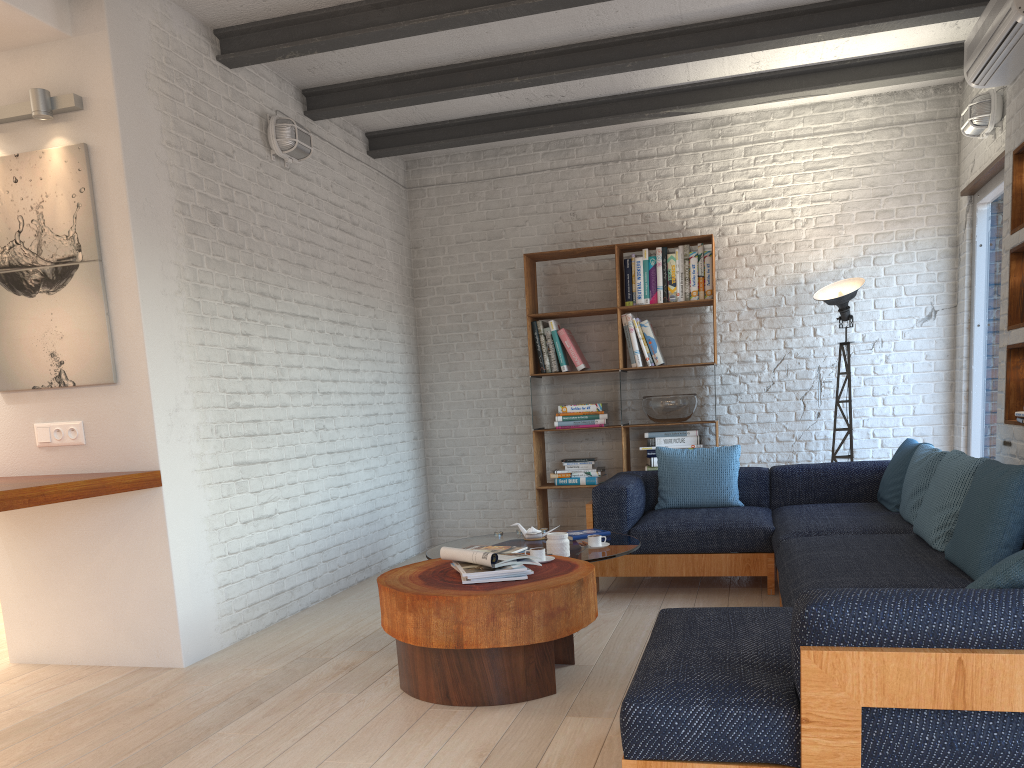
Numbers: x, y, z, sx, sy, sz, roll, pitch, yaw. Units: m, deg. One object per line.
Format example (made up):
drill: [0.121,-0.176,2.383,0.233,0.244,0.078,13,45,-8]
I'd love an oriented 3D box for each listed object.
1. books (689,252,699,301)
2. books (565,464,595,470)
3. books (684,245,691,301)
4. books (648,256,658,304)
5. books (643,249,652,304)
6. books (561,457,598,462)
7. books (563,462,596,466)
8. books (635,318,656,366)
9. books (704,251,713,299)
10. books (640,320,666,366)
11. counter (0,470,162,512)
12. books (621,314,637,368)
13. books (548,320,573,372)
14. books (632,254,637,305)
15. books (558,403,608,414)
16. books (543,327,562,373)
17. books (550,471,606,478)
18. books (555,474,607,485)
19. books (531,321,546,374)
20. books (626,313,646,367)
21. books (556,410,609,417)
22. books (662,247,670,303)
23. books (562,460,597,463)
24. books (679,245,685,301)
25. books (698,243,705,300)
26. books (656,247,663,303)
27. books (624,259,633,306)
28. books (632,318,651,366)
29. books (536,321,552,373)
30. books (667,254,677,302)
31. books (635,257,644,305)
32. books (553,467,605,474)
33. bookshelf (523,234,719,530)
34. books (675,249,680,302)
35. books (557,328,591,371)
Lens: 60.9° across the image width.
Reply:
books: [1.286,-0.739,6.127,0.056,0.335,0.250,-1,6,15]
books: [0.514,0.622,6.581,0.206,0.034,0.130,-4,-1,15]
books: [1.242,-0.764,6.140,0.036,0.390,0.239,-1,6,15]
books: [1.019,-0.722,6.216,0.056,0.335,0.250,-1,6,15]
books: [0.968,-0.747,6.210,0.036,0.390,0.239,-1,6,15]
books: [0.511,0.569,6.559,0.252,0.017,0.160,-4,-1,15]
books: [0.509,0.596,6.585,0.237,0.019,0.168,-3,-1,8]
books: [0.974,-0.295,6.299,0.125,0.354,0.266,-1,5,15]
books: [1.386,-0.745,6.122,0.056,0.335,0.250,-1,6,15]
books: [1.018,-0.289,6.274,0.158,0.335,0.250,-1,5,15]
counter: [-2.682,0.891,3.007,1.689,0.933,2.461,-3,0,15]
books: [0.866,-0.305,6.331,0.101,0.390,0.239,-1,6,15]
books: [0.363,-0.274,6.450,0.121,0.388,0.239,-1,6,15]
books: [0.890,-0.728,6.248,0.021,0.365,0.266,-1,6,15]
books: [0.532,0.180,6.487,0.327,0.056,0.251,-4,-1,18]
books: [0.318,-0.246,6.498,0.102,0.340,0.250,-1,6,15]
books: [0.500,0.677,6.580,0.380,0.037,0.241,-4,-1,15]
books: [0.520,0.722,6.574,0.327,0.056,0.251,-4,-1,25]
books: [0.224,-0.266,6.492,0.091,0.391,0.239,-1,6,15]
books: [0.896,-0.307,6.298,0.103,0.390,0.239,-1,6,15]
books: [0.527,0.219,6.497,0.356,0.021,0.268,-4,-1,14]
books: [1.096,-0.755,6.180,0.036,0.390,0.239,-1,6,15]
books: [0.513,0.582,6.574,0.243,0.008,0.154,-4,-2,15]
books: [1.210,-0.762,6.162,0.036,0.390,0.239,-1,6,15]
books: [1.332,-0.770,6.115,0.036,0.390,0.239,-1,6,15]
books: [1.058,-0.753,6.180,0.036,0.390,0.239,-1,6,15]
books: [0.854,-0.711,6.261,0.056,0.335,0.250,-1,6,15]
books: [0.951,-0.293,6.296,0.125,0.354,0.266,-1,5,15]
books: [0.263,-0.269,6.490,0.091,0.391,0.239,-1,6,15]
books: [1.139,-0.730,6.158,0.056,0.335,0.250,-1,6,15]
books: [0.924,-0.716,6.223,0.056,0.335,0.250,-1,6,15]
books: [0.511,0.648,6.562,0.380,0.018,0.241,-3,-1,8]
bookshelf: [0.824,0.139,6.383,1.319,2.242,0.356,-2,9,15]
books: [1.179,-0.747,6.159,0.021,0.365,0.266,-1,6,15]
books: [0.459,-0.248,6.453,0.195,0.324,0.250,-2,5,15]
